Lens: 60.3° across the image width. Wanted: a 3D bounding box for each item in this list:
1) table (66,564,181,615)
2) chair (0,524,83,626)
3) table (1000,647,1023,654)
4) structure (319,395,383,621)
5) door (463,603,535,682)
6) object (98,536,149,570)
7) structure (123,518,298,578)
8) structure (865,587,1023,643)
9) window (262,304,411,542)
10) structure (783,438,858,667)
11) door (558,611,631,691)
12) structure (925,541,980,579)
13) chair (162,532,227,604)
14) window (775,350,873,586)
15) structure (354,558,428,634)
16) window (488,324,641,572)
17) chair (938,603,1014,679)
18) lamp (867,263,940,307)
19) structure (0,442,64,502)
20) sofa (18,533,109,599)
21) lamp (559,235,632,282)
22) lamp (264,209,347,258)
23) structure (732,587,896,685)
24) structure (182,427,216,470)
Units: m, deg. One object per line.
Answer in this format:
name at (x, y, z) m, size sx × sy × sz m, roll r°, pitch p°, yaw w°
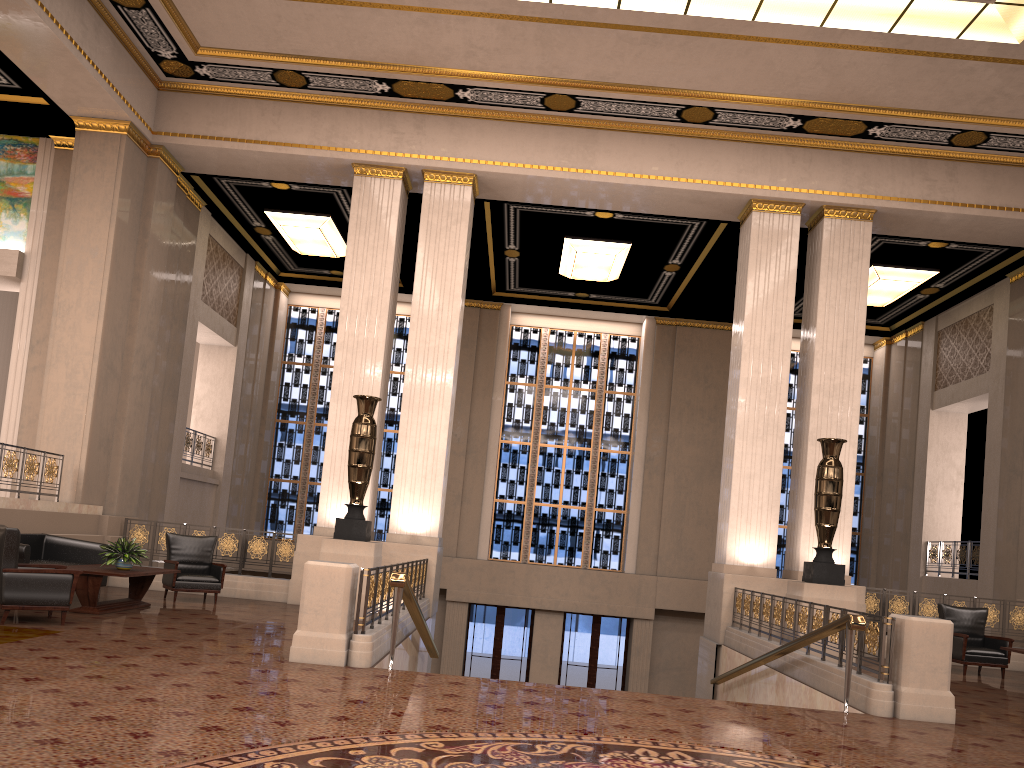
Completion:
table at (-4.298, 2.214, 9.538) m, size 0.838 × 0.431 × 1.494 m, roll 5°, pitch -10°, yaw 1°
chair at (-4.345, 1.721, 7.955) m, size 0.724 × 0.837 × 0.648 m, roll 11°, pitch -8°, yaw -39°
table at (6.047, 3.158, 9.454) m, size 0.838 × 0.431 × 1.494 m, roll 5°, pitch -10°, yaw 1°
structure at (-1.966, 1.544, 11.163) m, size 0.700 × 2.766 × 0.706 m, roll 5°, pitch -4°, yaw 1°
door at (-0.351, 6.128, 19.104) m, size 1.491 × 2.703 × 0.156 m, roll 5°, pitch -4°, yaw 0°
object at (-4.161, 1.800, 9.449) m, size 0.501 × 0.373 × 0.532 m, roll 0°, pitch -10°, yaw 33°
structure at (-4.281, 2.345, 12.522) m, size 2.534 × 0.650 × 0.032 m, roll 5°, pitch -4°, yaw 1°
structure at (6.118, 3.294, 12.437) m, size 2.534 × 0.650 × 0.032 m, roll 5°, pitch -4°, yaw 0°
window at (-3.878, 0.964, 19.932) m, size 2.987 × 5.317 × 0.070 m, roll 5°, pitch -4°, yaw 0°
structure at (3.938, 2.083, 11.115) m, size 0.700 × 2.766 × 0.706 m, roll 5°, pitch -4°, yaw 1°
door at (1.729, 6.318, 19.087) m, size 1.491 × 2.703 × 0.156 m, roll 5°, pitch -4°, yaw 0°
structure at (8.048, 3.193, 16.041) m, size 0.031 × 0.660 × 2.183 m, roll 5°, pitch -10°, yaw 1°
chair at (-4.057, 2.341, 11.228) m, size 0.653 × 0.837 × 0.719 m, roll 10°, pitch -8°, yaw -34°
window at (6.461, 1.907, 19.848) m, size 2.987 × 5.317 × 0.070 m, roll 5°, pitch -4°, yaw 0°
structure at (-1.188, 2.212, 9.605) m, size 0.079 × 0.531 × 5.002 m, roll 5°, pitch -10°, yaw 2°
window at (1.204, 1.428, 19.890) m, size 2.987 × 5.317 × 0.070 m, roll 5°, pitch -4°, yaw 0°
chair at (5.835, 3.245, 11.151) m, size 0.648 × 0.837 × 0.725 m, roll 6°, pitch -7°, yaw -4°
lamp at (6.823, -1.766, 16.260) m, size 1.167 × 0.212 × 2.043 m, roll 5°, pitch -10°, yaw 1°
structure at (-5.915, 0.905, 9.699) m, size 0.032 × 0.617 × 3.743 m, roll 5°, pitch -10°, yaw 1°
sofa at (-5.200, 1.999, 9.558) m, size 0.875 × 0.699 × 1.947 m, roll 5°, pitch -9°, yaw 1°
lamp at (1.495, -2.252, 16.304) m, size 1.167 × 0.212 × 2.043 m, roll 5°, pitch -10°, yaw 1°
lamp at (-3.742, -2.730, 16.346) m, size 1.167 × 0.212 × 2.043 m, roll 5°, pitch -10°, yaw 1°
structure at (3.026, 2.597, 9.570) m, size 0.079 × 0.531 × 5.001 m, roll 5°, pitch -10°, yaw 1°
structure at (-5.862, 1.184, 16.204) m, size 0.031 × 0.660 × 2.183 m, roll 5°, pitch -10°, yaw 1°
